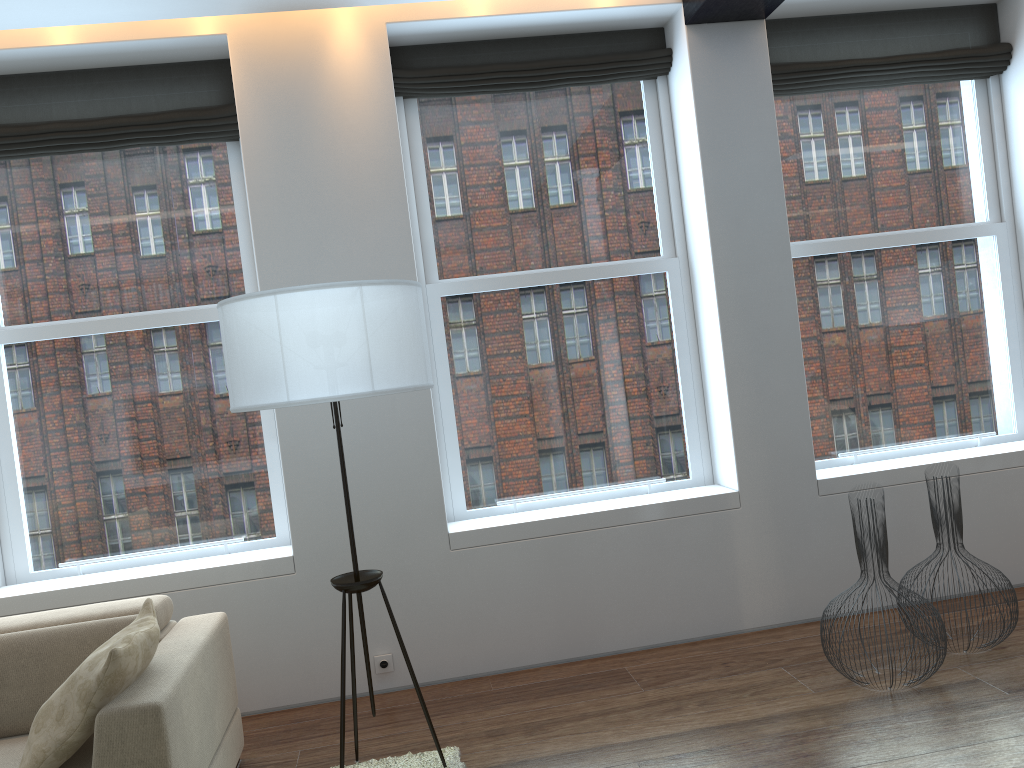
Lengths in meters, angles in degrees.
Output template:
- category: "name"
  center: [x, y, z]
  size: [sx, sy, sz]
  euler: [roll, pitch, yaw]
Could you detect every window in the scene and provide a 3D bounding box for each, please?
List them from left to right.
- category: "window"
  center: [-1.819, -0.267, 4.184]
  size: [1.345, 2.400, 0.123]
  euler: [-7, 1, -7]
- category: "window"
  center: [0.216, -0.519, 4.452]
  size: [1.391, 2.400, 0.123]
  euler: [-7, 1, -7]
- category: "window"
  center: [1.999, -0.739, 4.687]
  size: [1.432, 2.400, 0.123]
  euler: [-7, 1, -7]

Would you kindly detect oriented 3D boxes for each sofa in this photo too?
- category: "sofa"
  center: [-2.294, 1.158, 2.805]
  size: [2.581, 0.950, 1.018]
  euler: [-7, 1, -7]

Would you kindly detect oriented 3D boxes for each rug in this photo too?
- category: "rug"
  center: [-2.091, 1.631, 1.559]
  size: [4.231, 0.020, 2.972]
  euler: [-7, 1, -7]

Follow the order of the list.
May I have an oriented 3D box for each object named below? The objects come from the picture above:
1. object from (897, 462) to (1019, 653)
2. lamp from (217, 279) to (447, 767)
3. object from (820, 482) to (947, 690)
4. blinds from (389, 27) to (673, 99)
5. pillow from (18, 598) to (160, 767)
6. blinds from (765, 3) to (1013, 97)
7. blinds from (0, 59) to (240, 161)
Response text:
- category: "object"
  center: [1.857, 0.720, 3.752]
  size: [0.458, 0.781, 0.458]
  euler: [-7, 1, -8]
- category: "lamp"
  center: [-0.560, 0.546, 3.107]
  size: [0.698, 1.728, 0.698]
  euler: [-6, 1, 16]
- category: "object"
  center: [1.427, 0.778, 3.476]
  size: [0.458, 0.781, 0.458]
  euler: [-7, 1, -8]
- category: "blinds"
  center: [0.095, -1.584, 4.366]
  size: [1.396, 0.275, 0.156]
  euler: [-7, 1, -7]
- category: "pillow"
  center: [-1.279, 0.929, 2.710]
  size: [0.395, 0.393, 0.518]
  euler: [-7, 1, -11]
- category: "blinds"
  center: [1.888, -1.745, 4.586]
  size: [1.431, 0.395, 0.183]
  euler: [-7, 1, -7]
- category: "blinds"
  center: [-1.933, -1.274, 4.099]
  size: [1.342, 0.393, 0.156]
  euler: [-7, 1, -7]
